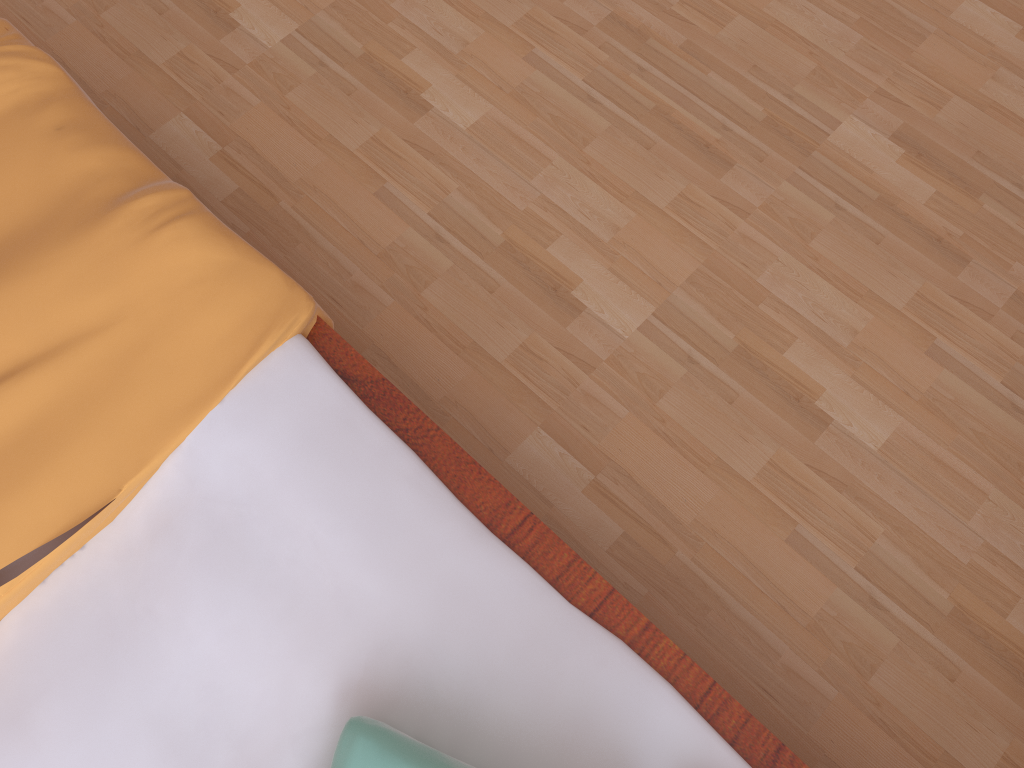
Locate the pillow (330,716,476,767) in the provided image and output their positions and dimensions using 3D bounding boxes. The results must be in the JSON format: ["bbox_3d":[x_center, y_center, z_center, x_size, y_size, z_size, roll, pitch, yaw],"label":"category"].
[{"bbox_3d":[-0.057,0.516,0.663,0.334,0.164,0.425,18,68,8],"label":"pillow"}]

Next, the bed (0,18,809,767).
[{"bbox_3d":[-0.553,0.629,0.709,1.990,0.560,1.632,41,73,16],"label":"bed"}]
